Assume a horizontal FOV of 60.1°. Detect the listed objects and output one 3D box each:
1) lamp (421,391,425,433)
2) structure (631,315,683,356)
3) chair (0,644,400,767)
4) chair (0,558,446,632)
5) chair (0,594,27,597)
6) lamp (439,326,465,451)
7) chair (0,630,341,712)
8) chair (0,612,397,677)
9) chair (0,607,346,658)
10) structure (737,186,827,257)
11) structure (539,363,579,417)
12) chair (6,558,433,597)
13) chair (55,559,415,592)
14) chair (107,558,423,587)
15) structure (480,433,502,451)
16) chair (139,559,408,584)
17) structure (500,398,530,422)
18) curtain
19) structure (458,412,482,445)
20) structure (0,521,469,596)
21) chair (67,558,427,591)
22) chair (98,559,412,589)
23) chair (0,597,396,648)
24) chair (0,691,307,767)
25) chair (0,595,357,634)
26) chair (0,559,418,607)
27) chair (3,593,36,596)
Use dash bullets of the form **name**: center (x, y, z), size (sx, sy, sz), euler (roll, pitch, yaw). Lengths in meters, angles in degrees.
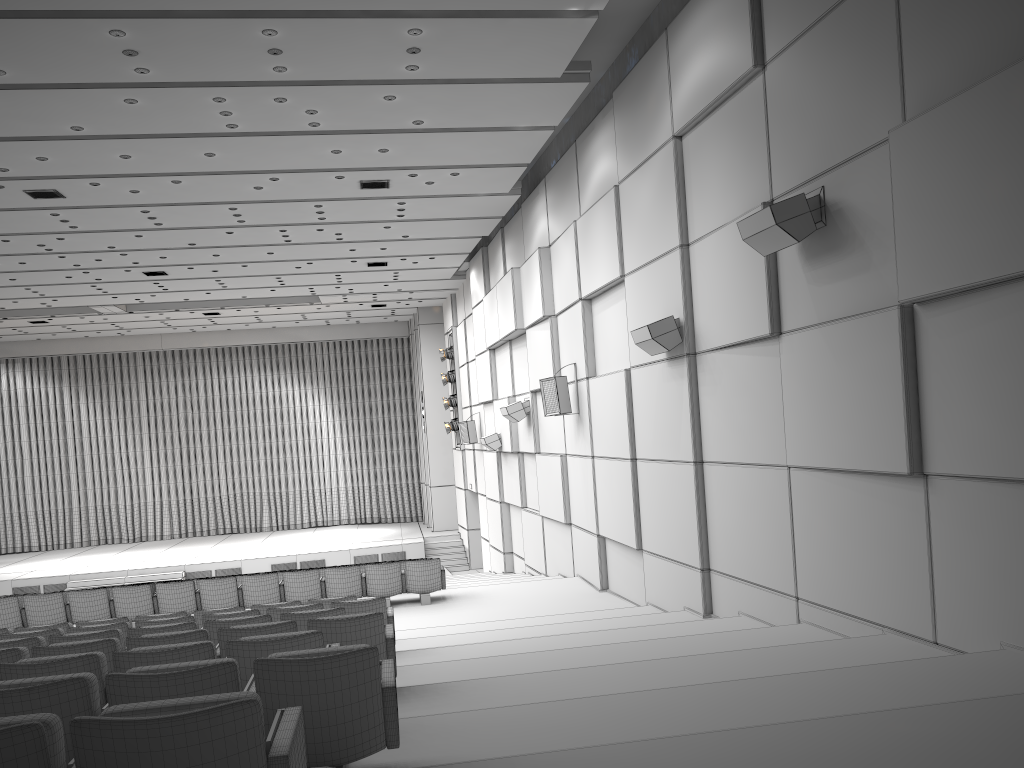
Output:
- **lamp**: center (-2.507, 0.853, 26.573), size (0.436, 1.479, 0.385), euler (-4, 1, -12)
- **structure**: center (1.536, -0.522, 9.143), size (0.470, 0.417, 0.520), euler (-4, -1, -11)
- **chair**: center (-7.273, 1.783, 2.772), size (13.740, 0.622, 0.612), euler (-4, -1, -8)
- **chair**: center (-4.207, 2.934, 12.037), size (6.596, 0.622, 0.612), euler (-4, -1, -8)
- **chair**: center (-12.968, 4.716, 17.448), size (6.595, 0.622, 0.612), euler (-4, -1, -8)
- **lamp**: center (-1.540, 0.142, 24.121), size (0.755, 3.342, 1.022), euler (-4, 1, -13)
- **chair**: center (-7.447, 2.000, 3.859), size (13.191, 0.622, 0.612), euler (-4, -1, -8)
- **chair**: center (-7.569, 2.214, 4.955), size (13.740, 0.622, 0.612), euler (-4, -1, -8)
- **chair**: center (-7.743, 2.430, 6.043), size (13.191, 0.622, 0.612), euler (-4, -1, -8)
- **structure**: center (2.028, -1.218, 6.657), size (0.470, 0.418, 0.520), euler (-4, -1, -12)
- **structure**: center (0.687, 0.086, 12.739), size (0.410, 0.745, 0.409), euler (-4, 0, 39)
- **chair**: center (-4.503, 3.364, 14.220), size (6.595, 0.622, 0.612), euler (-4, -1, -8)
- **chair**: center (-4.634, 3.578, 15.314), size (6.046, 0.622, 0.612), euler (-4, -1, -8)
- **chair**: center (-5.095, 4.224, 18.587), size (6.595, 0.622, 0.612), euler (-4, -1, -8)
- **structure**: center (-0.389, 1.165, 18.266), size (0.470, 0.417, 0.520), euler (-4, -1, -11)
- **chair**: center (-5.192, 4.436, 19.692), size (6.046, 0.622, 0.612), euler (-4, -1, -8)
- **structure**: center (0.068, 0.471, 15.769), size (0.470, 0.417, 0.520), euler (-4, -1, -13)
- **curtain**: center (-10.849, 1.826, 28.823), size (16.119, 6.524, 1.429), euler (-4, 1, -8)
- **structure**: center (-0.986, 1.061, 20.972), size (0.410, 0.745, 0.409), euler (-4, 0, 39)
- **structure**: center (-10.094, 5.317, 25.800), size (17.807, 0.846, 8.327), euler (-4, -3, -8)
- **chair**: center (-4.799, 3.794, 16.404), size (6.595, 0.622, 0.612), euler (-4, -1, -8)
- **chair**: center (-4.930, 4.008, 17.498), size (6.046, 0.622, 0.612), euler (-4, -1, -8)
- **chair**: center (-7.865, 2.644, 7.139), size (13.740, 0.622, 0.612), euler (-4, -1, -8)
- **chair**: center (-7.151, 1.570, 1.676), size (13.191, 0.622, 0.612), euler (-4, -1, -8)
- **chair**: center (-8.040, 2.861, 8.226), size (13.191, 0.622, 0.612), euler (-4, -1, -8)
- **chair**: center (-4.338, 3.148, 13.131), size (6.046, 0.622, 0.612), euler (-4, -1, -8)
- **chair**: center (-13.065, 4.928, 18.553), size (6.046, 0.622, 0.612), euler (-4, -1, -8)
